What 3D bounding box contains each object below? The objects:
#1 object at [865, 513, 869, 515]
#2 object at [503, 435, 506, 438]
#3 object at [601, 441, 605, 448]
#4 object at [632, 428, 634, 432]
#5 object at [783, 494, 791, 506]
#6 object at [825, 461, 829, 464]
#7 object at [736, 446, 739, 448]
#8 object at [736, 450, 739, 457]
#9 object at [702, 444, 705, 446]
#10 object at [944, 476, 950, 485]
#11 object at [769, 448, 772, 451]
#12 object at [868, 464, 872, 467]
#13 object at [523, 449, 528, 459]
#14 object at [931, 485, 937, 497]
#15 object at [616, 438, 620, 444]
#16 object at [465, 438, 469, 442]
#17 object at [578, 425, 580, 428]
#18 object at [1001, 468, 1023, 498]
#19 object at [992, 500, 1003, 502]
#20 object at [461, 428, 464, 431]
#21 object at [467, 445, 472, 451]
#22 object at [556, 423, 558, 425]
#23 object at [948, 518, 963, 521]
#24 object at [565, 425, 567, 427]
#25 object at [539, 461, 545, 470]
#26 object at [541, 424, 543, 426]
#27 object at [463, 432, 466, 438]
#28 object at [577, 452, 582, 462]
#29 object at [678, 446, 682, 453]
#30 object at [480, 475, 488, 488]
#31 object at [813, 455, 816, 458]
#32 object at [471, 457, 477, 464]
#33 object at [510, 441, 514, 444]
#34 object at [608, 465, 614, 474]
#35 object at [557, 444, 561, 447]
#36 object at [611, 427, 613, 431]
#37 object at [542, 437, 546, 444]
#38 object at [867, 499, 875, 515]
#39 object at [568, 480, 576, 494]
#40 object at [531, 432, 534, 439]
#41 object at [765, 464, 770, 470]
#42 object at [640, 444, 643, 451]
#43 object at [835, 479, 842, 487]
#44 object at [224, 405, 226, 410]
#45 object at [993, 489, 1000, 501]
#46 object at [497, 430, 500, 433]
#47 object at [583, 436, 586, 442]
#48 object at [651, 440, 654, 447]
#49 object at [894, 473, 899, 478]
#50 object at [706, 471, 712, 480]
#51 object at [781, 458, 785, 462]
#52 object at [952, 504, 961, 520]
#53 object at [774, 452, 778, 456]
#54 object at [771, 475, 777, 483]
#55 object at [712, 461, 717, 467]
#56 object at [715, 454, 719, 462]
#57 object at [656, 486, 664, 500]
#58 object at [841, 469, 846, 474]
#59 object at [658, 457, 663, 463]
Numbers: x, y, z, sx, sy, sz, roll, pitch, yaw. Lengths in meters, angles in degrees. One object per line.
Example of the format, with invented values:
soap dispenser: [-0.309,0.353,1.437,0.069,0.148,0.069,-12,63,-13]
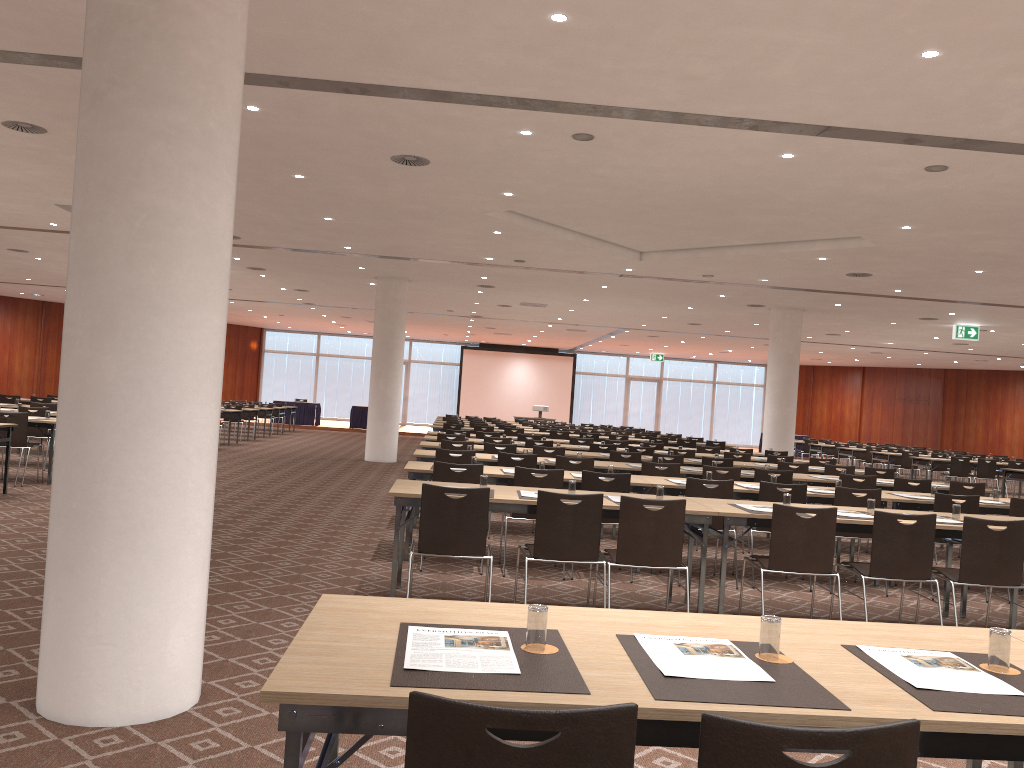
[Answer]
object: [2.700,0.976,6.641,0.102,0.001,0.102,5,-1,-38]
object: [-0.127,0.885,14.466,0.054,0.114,0.054,4,-1,7]
object: [1.492,0.996,14.580,0.054,0.114,0.054,3,-1,30]
object: [3.590,1.372,26.242,0.054,0.114,0.054,3,-1,30]
object: [2.042,0.873,6.585,0.054,0.114,0.054,4,-1,-38]
object: [4.541,1.166,12.776,0.054,0.114,0.054,4,-1,-38]
object: [4.257,1.227,16.781,0.054,0.114,0.054,3,-1,30]
object: [3.746,1.152,14.731,0.054,0.114,0.054,4,-1,-38]
object: [3.605,1.182,16.727,0.054,0.114,0.054,4,-1,7]
object: [5.319,1.180,10.842,0.054,0.114,0.054,4,-1,-38]
object: [4.909,1.272,16.822,0.054,0.114,0.054,4,-1,-15]
object: [5.179,1.211,12.831,0.054,0.114,0.054,4,-1,-15]
object: [0.158,0.824,10.474,0.054,0.114,0.054,4,-1,-38]
object: [4.165,1.060,8.750,0.054,0.114,0.054,3,-1,30]
object: [1.986,1.071,16.613,0.054,0.114,0.054,4,-1,-15]
object: [-0.637,0.809,12.428,0.054,0.114,0.054,4,-1,-15]
object: [1.972,1.260,26.135,0.054,0.114,0.054,3,-1,30]
object: [10.861,2.162,17.275,2.267,0.833,0.953,4,-1,-4]
object: [4.822,1.163,8.801,0.102,0.001,0.102,3,-1,30]
object: [-0.919,0.870,16.405,0.054,0.114,0.054,4,-1,-15]
object: [-0.500,0.779,10.435,0.054,0.114,0.054,3,-1,30]
object: [1.318,1.215,26.093,0.054,0.114,0.054,3,-1,30]
object: [3.344,1.021,6.683,0.102,0.001,0.102,5,-1,-38]
object: [1.463,1.185,24.087,0.054,0.114,0.054,3,-1,30]
object: [0.288,0.793,8.484,0.054,0.114,0.054,4,-1,7]
object: [0.823,1.141,24.046,0.054,0.114,0.054,3,-1,30]
object: [-0.776,0.840,14.425,0.054,0.114,0.054,3,-1,30]
object: [0.799,0.868,10.516,0.054,0.114,0.054,4,-1,-38]
object: [2.782,1.085,14.662,0.054,0.114,0.054,3,-1,30]
object: [-0.205,0.718,6.429,0.054,0.114,0.054,4,-1,-38]
object: [5.048,1.241,14.817,0.054,0.114,0.054,3,-1,30]
object: [-0.360,0.748,8.423,0.054,0.114,0.054,4,-1,-15]
object: [0.004,0.854,12.472,0.054,0.114,0.054,4,-1,-15]
object: [0.946,0.838,8.516,0.054,0.114,0.054,3,-1,30]
object: [0.655,0.898,12.509,0.054,0.114,0.054,4,-1,-38]
object: [2.949,1.328,26.204,0.054,0.114,0.054,3,-1,30]
object: [0.527,0.930,14.501,0.054,0.114,0.054,4,-1,7]
object: [2.685,0.918,6.633,0.054,0.114,0.054,4,-1,-38]
object: [0.440,0.763,6.490,0.054,0.114,0.054,3,-1,30]
object: [0.389,0.961,16.510,0.054,0.114,0.054,3,-1,30]
object: [3.068,1.025,10.667,0.054,0.114,0.054,3,-1,30]
object: [2.136,1.041,14.621,0.054,0.114,0.054,3,-1,30]
object: [3.197,0.993,8.686,0.054,0.114,0.054,4,-1,-15]
object: [-6.958,0.564,21.495,0.054,0.114,0.054,4,-1,-38]
object: [4.809,1.105,8.802,0.054,0.114,0.054,3,-1,30]
object: [-0.261,0.916,16.456,0.054,0.114,0.054,4,-1,7]
object: [1.350,1.027,16.573,0.054,0.114,0.054,4,-1,-15]
object: [2.639,1.116,16.655,0.054,0.114,0.054,4,-1,-15]
object: [4.681,1.136,10.788,0.054,0.114,0.054,4,-1,-38]
object: [1.906,0.904,8.580,0.054,0.114,0.054,4,-1,-15]
object: [3.890,1.122,12.744,0.054,0.114,0.054,4,-1,-38]
object: [3.345,0.963,6.675,0.054,0.114,0.054,4,-1,-38]
object: [4.396,1.197,14.771,0.054,0.114,0.054,4,-1,-38]
object: [2.550,0.949,8.644,0.054,0.114,0.054,4,-1,-15]
object: [2.423,0.980,10.626,0.054,0.114,0.054,3,-1,30]
object: [2.922,1.055,12.663,0.054,0.114,0.054,3,-1,30]
object: [1.090,0.808,6.535,0.054,0.114,0.054,4,-1,-38]
object: [4.020,1.090,10.747,0.054,0.114,0.054,4,-1,7]
object: [1.767,0.935,10.575,0.054,0.114,0.054,3,-1,30]
